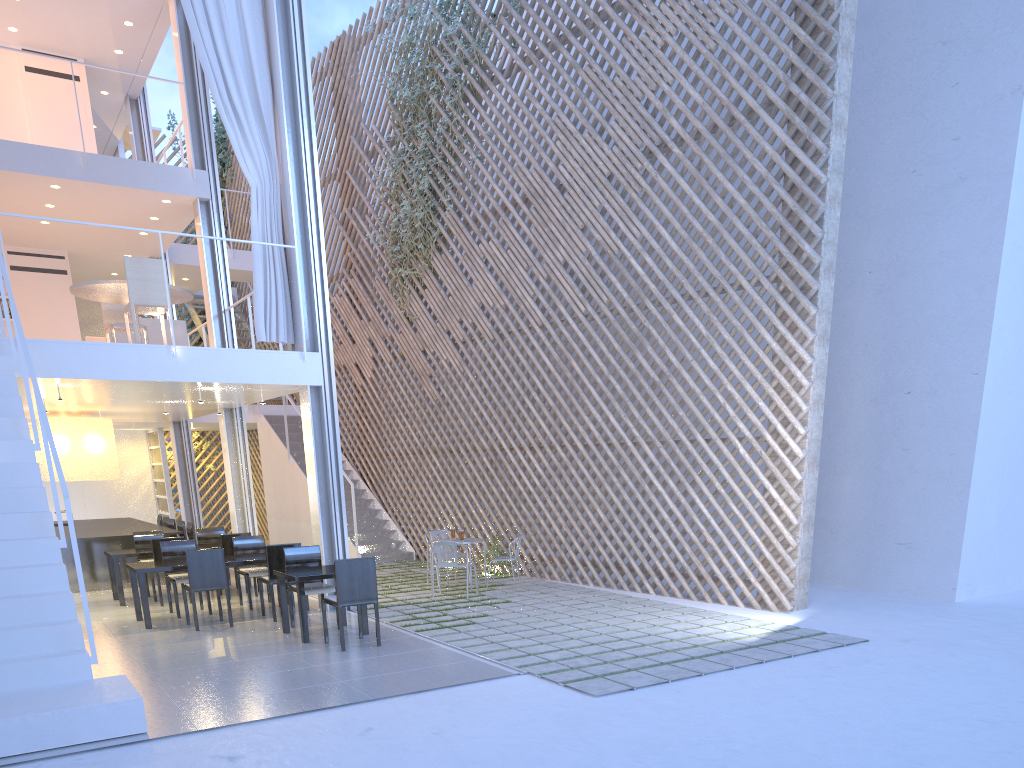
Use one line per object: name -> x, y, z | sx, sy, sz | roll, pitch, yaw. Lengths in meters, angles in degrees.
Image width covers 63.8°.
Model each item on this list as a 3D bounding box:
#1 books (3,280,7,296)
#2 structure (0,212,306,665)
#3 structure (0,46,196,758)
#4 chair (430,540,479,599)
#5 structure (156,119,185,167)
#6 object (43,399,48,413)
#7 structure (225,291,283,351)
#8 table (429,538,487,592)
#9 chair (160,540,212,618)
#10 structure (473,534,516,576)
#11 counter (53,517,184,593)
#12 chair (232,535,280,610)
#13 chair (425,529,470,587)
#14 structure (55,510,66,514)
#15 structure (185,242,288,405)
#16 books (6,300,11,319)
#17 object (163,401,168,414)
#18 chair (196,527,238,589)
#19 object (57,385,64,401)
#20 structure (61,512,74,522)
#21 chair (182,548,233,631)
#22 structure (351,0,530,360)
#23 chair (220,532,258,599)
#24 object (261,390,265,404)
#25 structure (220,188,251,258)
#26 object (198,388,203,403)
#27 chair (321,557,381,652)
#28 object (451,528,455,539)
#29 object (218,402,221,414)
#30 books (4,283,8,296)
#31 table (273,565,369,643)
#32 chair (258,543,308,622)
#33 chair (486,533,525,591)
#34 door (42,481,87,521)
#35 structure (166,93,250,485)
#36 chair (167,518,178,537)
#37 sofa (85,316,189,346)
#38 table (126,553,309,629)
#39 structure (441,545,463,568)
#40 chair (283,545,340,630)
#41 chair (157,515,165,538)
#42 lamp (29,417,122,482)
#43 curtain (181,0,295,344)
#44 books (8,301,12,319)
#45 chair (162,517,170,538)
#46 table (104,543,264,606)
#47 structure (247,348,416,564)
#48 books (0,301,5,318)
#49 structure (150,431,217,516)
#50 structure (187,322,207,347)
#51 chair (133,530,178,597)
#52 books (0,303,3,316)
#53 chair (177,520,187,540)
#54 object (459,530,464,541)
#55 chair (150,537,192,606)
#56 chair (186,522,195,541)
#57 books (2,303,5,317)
books -> -3.504, -0.129, 5.350 | 0.036, 1.748, 3.506 | -8, 1, -22
structure -> -1.285, 0.138, 3.532 | 1.335, 1.895, 1.389 | -7, 10, -32
structure -> -1.847, -0.417, 3.873 | 1.683, 3.506, 3.545 | -9, 8, -33
chair -> -0.374, 1.154, 5.158 | 0.262, 0.403, 0.231 | 1, 10, 13
structure -> -2.569, -1.556, 6.284 | 0.027, 0.584, 1.664 | -12, 3, -34
object -> -2.789, 0.132, 4.912 | 0.029, 0.084, 0.027 | -6, 14, -20
structure -> -1.552, -0.308, 5.165 | 0.027, 0.584, 1.662 | -12, 3, -34
table -> -0.358, 1.205, 5.486 | 0.348, 0.353, 0.330 | 1, 6, 20
chair -> -1.887, 1.128, 4.766 | 0.187, 0.465, 0.227 | -9, 14, -32
structure -> -0.130, 1.286, 6.183 | 0.310, 0.342, 0.285 | 4, 9, 43
counter -> -3.425, 1.387, 6.916 | 0.802, 0.392, 2.465 | -1, -4, -33
chair -> -1.540, 1.139, 4.973 | 0.187, 0.465, 0.227 | -9, 14, -32
chair -> -0.467, 1.214, 5.771 | 0.256, 0.403, 0.237 | -7, 12, -31
structure -> -3.990, 1.181, 7.306 | 0.110, 0.131, 0.033 | -5, 14, -30
structure -> -2.944, -0.660, 8.627 | 0.515, 1.998, 1.217 | -13, 15, -38
books -> -4.138, -0.603, 6.759 | 0.011, 0.154, 0.082 | -12, 14, -34
object -> -2.216, 0.151, 5.253 | 0.029, 0.084, 0.027 | -6, 14, -20
chair -> -2.067, 1.227, 5.776 | 0.187, 0.465, 0.227 | -9, 14, -32
object -> -2.257, 0.043, 4.101 | 0.029, 0.084, 0.027 | -6, 14, -20
structure -> -3.809, 1.151, 7.030 | 0.110, 0.131, 0.033 | -5, 14, -30
chair -> -1.636, 1.086, 4.384 | 0.187, 0.465, 0.227 | -9, 14, -32
structure -> -0.471, -1.641, 5.997 | 0.709, 2.887, 2.296 | -14, 14, -41
chair -> -1.816, 1.185, 5.393 | 0.187, 0.465, 0.227 | -9, 14, -32
object -> -2.584, 0.518, 5.000 | 1.643, 0.862, 1.803 | -1, -1, -34
structure -> -2.557, -1.445, 7.429 | 1.122, 0.599, 0.026 | -1, 13, -30
object -> -1.684, 0.062, 4.443 | 0.029, 0.084, 0.027 | -6, 14, -20
chair -> -0.759, 1.013, 3.830 | 0.187, 0.465, 0.227 | -9, 14, -32
object -> -0.395, 1.002, 5.523 | 0.031, 0.081, 0.029 | 2, 13, 13
object -> -1.931, 0.160, 5.422 | 0.029, 0.084, 0.027 | -6, 14, -20
books -> -3.487, -0.139, 5.358 | 0.038, 1.720, 3.505 | -8, 1, -22
table -> -0.948, 1.091, 4.112 | 0.352, 0.351, 0.341 | -5, 6, -32
chair -> -1.289, 1.097, 4.590 | 0.187, 0.465, 0.227 | -9, 14, -32
chair -> -0.035, 1.173, 5.453 | 0.249, 0.403, 0.244 | 0, 10, 8
door -> -3.893, 0.920, 6.298 | 0.474, 1.231, 5.358 | -6, -2, -21
structure -> -3.712, -0.804, 9.948 | 1.078, 4.794, 3.187 | -12, 13, -35
chair -> -2.967, 1.359, 6.951 | 0.232, 0.465, 0.182 | -9, 15, -36
sofa -> -2.600, -0.188, 5.703 | 0.491, 0.387, 0.962 | -3, -1, -33
table -> -1.657, 1.163, 4.694 | 0.902, 0.348, 0.340 | 0, 4, -31
structure -> -0.492, 1.378, 6.712 | 0.263, 0.276, 0.252 | -4, 6, -24
chair -> -1.028, 1.058, 4.241 | 0.187, 0.465, 0.227 | -9, 14, -32
chair -> -3.310, 1.420, 7.514 | 0.235, 0.465, 0.180 | -7, 14, -29
lamp -> -3.575, 0.553, 6.607 | 0.439, 0.445, 2.256 | -5, -2, -33
curtain -> -1.408, -1.460, 3.978 | 0.498, 2.566, 0.092 | -10, 18, -32
books -> -4.126, -0.602, 6.768 | 0.019, 0.154, 0.080 | -11, 15, -33
chair -> -3.132, 1.390, 7.236 | 0.233, 0.465, 0.182 | -9, 15, -33
table -> -2.156, 1.246, 5.456 | 0.902, 0.348, 0.340 | 0, 4, -31
structure -> -1.946, 0.613, 7.350 | 1.144, 2.078, 1.910 | -10, 10, -39
books -> -4.172, -0.599, 6.736 | 0.008, 0.142, 0.091 | -12, 13, -34
structure -> -3.668, 0.831, 9.459 | 1.117, 2.117, 0.275 | -7, 16, -29
structure -> -2.539, -0.142, 6.671 | 0.027, 0.584, 1.664 | -12, 3, -34
chair -> -2.414, 1.216, 5.570 | 0.187, 0.465, 0.227 | -9, 14, -32
books -> -4.186, -0.592, 6.735 | 0.018, 0.128, 0.082 | -11, 13, -33
chair -> -2.777, 1.329, 6.681 | 0.233, 0.465, 0.181 | -9, 14, -33
object -> -0.327, 0.984, 5.346 | 0.031, 0.081, 0.029 | 2, 13, 13
chair -> -2.163, 1.174, 5.187 | 0.187, 0.465, 0.227 | -9, 14, -32
chair -> -2.599, 1.299, 6.403 | 0.234, 0.465, 0.180 | -8, 14, -29
books -> -4.166, -0.596, 6.740 | 0.005, 0.136, 0.092 | -12, 13, -34
